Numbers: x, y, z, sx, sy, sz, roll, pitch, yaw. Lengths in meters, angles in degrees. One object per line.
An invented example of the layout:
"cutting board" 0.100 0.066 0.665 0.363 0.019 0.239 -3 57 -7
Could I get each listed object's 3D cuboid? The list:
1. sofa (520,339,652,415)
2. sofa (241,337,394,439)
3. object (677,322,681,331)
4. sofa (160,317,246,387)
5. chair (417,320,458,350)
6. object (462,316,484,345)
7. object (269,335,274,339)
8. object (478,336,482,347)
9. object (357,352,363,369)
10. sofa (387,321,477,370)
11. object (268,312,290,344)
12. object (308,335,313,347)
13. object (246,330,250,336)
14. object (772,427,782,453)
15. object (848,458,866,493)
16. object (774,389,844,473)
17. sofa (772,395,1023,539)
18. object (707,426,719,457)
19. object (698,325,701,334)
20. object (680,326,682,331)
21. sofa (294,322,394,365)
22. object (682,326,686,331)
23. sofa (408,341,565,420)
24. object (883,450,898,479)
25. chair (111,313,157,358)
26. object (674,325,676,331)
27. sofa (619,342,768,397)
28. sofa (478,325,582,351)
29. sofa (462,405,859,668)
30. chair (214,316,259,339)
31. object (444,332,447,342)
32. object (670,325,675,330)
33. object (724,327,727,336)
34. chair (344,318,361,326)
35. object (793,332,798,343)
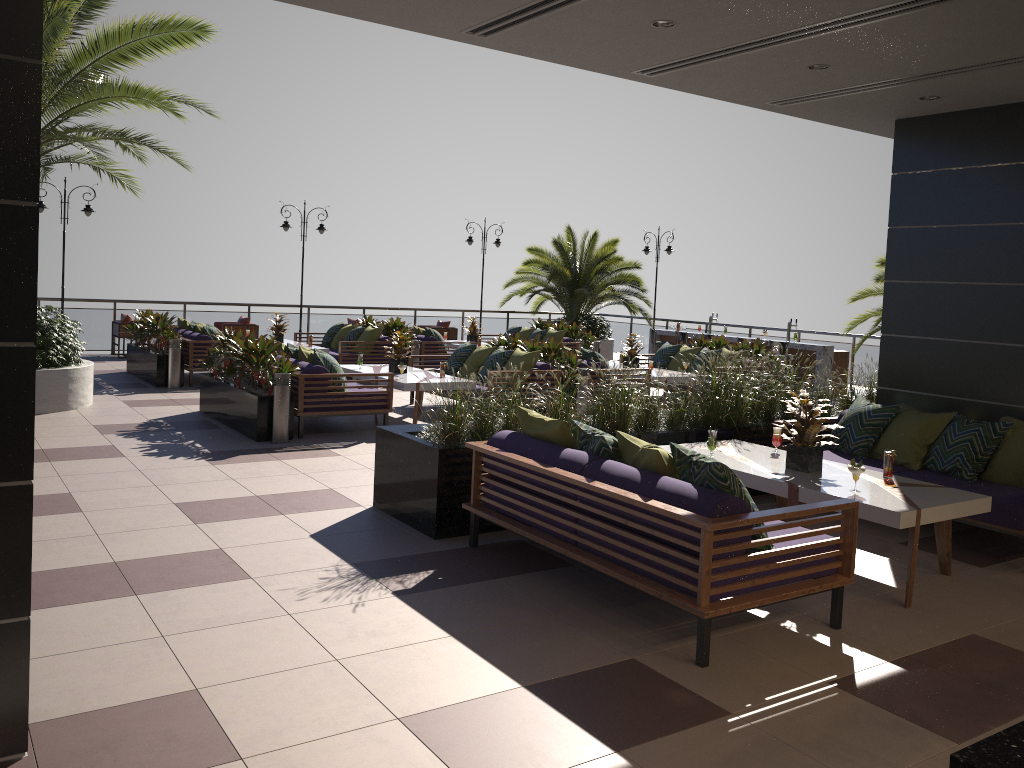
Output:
"sofa" 0.832 -0.106 12.443 1.119 0.916 2.135 -1 7 -34
"sofa" -2.329 -0.019 10.299 1.119 0.916 2.135 -1 7 -34
"object" 3.500 -1.201 18.614 0.067 0.189 0.085 2 3 -9
"sofa" -4.814 -0.547 14.004 1.119 0.916 2.135 -1 7 -34
"chair" -1.756 -1.080 20.576 0.714 0.813 0.717 0 5 -34
"object" -0.752 -1.018 16.763 0.424 0.525 0.432 2 4 -7
"object" -3.769 -0.679 13.894 0.082 0.197 0.069 3 3 8
"object" -0.590 -0.768 16.097 0.067 0.189 0.085 2 3 -4
"object" -1.919 -0.299 11.194 0.069 0.210 0.069 6 4 44
"sofa" -1.657 -0.635 16.154 1.119 0.916 2.135 -1 7 -34
"object" -3.862 -0.926 14.604 0.430 0.525 0.426 3 4 -2
"object" -3.268 -0.701 14.342 0.067 0.189 0.085 2 3 -4
"object" -4.470 -0.824 14.975 0.069 0.180 0.069 3 3 -1
"object" 1.961 0.414 6.555 0.069 0.180 0.069 5 4 39
"object" 2.068 0.548 5.318 0.106 0.196 0.106 2 4 -6
"object" 1.954 0.312 5.919 0.424 0.525 0.432 1 5 -22
"sofa" 3.189 0.634 6.772 1.119 0.916 2.135 -1 7 -34
"object" 1.413 0.407 6.251 0.069 0.210 0.069 5 4 39
"object" 3.838 -1.125 18.117 0.069 0.180 0.069 4 4 28
"object" 3.612 -1.155 19.077 0.105 0.208 0.105 5 4 31
"sofa" -2.892 -0.598 15.290 1.119 0.916 2.135 -1 7 -34
"object" 3.708 -1.156 19.127 0.105 0.208 0.105 5 4 31
"sofa" -0.402 -0.069 11.578 1.119 0.916 2.135 -1 7 -34
"object" 2.455 0.521 5.756 0.067 0.189 0.085 2 3 -9
"chair" -7.203 -0.933 16.917 0.714 0.813 0.717 0 5 -34
"object" 3.573 -1.185 19.335 0.105 0.208 0.105 5 4 31
"sofa" 2.754 -0.157 13.729 1.119 0.916 2.135 -1 7 -34
"sofa" 0.269 -0.686 17.434 1.119 0.916 2.135 -1 7 -34
"sofa" 0.742 0.700 5.128 1.119 0.916 2.135 -1 7 -34
"chair" -5.615 -0.976 17.983 0.714 0.813 0.717 0 5 -34
"object" -1.286 -0.905 17.075 0.069 0.180 0.069 6 5 44
"object" 3.482 -1.182 19.264 0.105 0.208 0.105 5 4 31
"object" 4.229 -1.057 17.534 0.069 0.210 0.069 5 4 39
"chair" -3.344 -1.037 19.509 0.714 0.813 0.717 0 5 -34
"object" 5.167 -0.850 16.130 0.069 0.197 0.082 3 3 2
